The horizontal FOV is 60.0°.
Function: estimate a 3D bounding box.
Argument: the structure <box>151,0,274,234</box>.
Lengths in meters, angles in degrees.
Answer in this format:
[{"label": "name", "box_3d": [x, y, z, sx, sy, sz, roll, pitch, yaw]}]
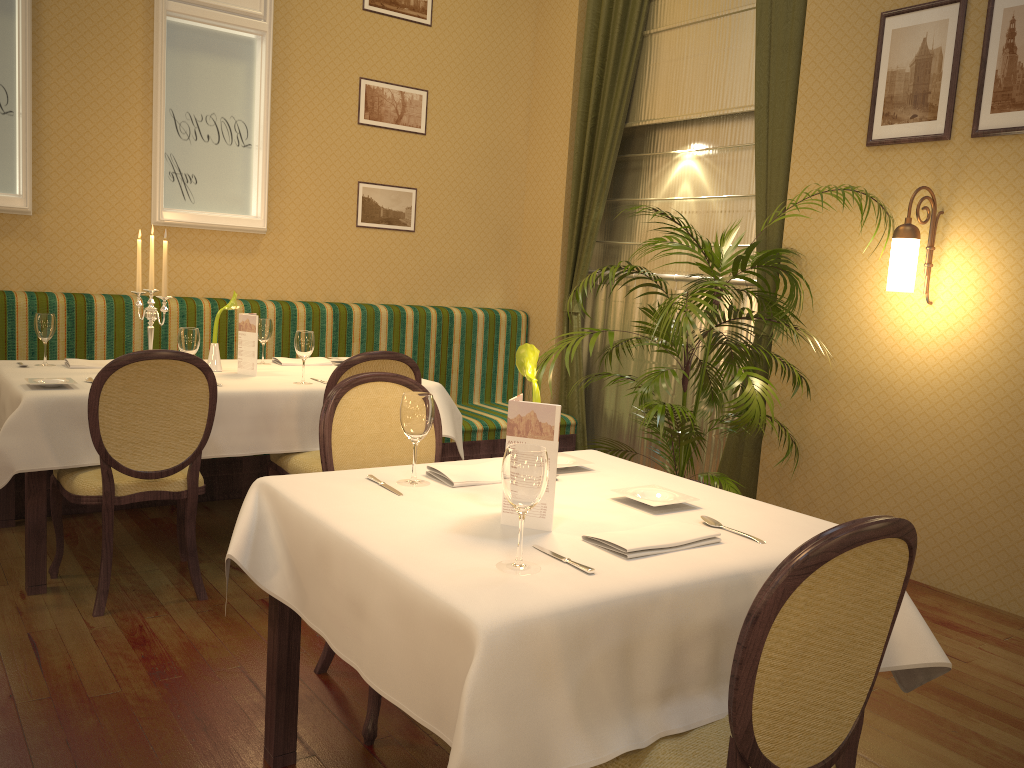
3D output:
[{"label": "structure", "box_3d": [-1.701, -2.395, 5.087, 0.670, 2.985, 0.200, -1, 9, -36]}]

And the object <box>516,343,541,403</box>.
[{"label": "object", "box_3d": [0.046, 0.093, 2.146, 0.076, 0.375, 0.163, 2, 7, -14]}]

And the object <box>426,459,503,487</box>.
[{"label": "object", "box_3d": [-0.075, 0.235, 2.351, 0.273, 0.033, 0.142, -1, 9, -36]}]

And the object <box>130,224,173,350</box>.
[{"label": "object", "box_3d": [-1.571, -0.370, 3.861, 0.131, 0.655, 0.390, 0, 8, -30]}]

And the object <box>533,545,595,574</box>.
[{"label": "object", "box_3d": [0.096, 0.335, 1.717, 0.017, 0.010, 0.185, -1, 9, -35]}]

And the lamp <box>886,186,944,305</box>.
[{"label": "lamp", "box_3d": [1.781, -0.615, 3.925, 0.114, 0.513, 0.323, 11, 10, 43]}]

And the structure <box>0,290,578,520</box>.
[{"label": "structure", "box_3d": [-5.680, 0.151, 2.154, 14.516, 1.031, 0.850, -1, 9, -36]}]

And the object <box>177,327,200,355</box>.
[{"label": "object", "box_3d": [-1.330, -0.115, 3.647, 0.088, 0.229, 0.088, 5, 7, 12]}]

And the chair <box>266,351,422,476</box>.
[{"label": "chair", "box_3d": [-0.712, 0.303, 3.813, 0.530, 0.955, 0.571, -1, 9, -35]}]

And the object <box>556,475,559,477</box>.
[{"label": "object", "box_3d": [0.069, 0.240, 2.437, 0.038, 0.015, 0.181, -1, 9, -34]}]

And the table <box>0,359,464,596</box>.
[{"label": "table", "box_3d": [-1.298, 0.325, 4.089, 2.152, 0.759, 1.385, -1, 9, -35]}]

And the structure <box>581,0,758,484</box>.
[{"label": "structure", "box_3d": [1.079, -1.585, 5.447, 0.123, 4.511, 1.942, -1, 9, -36]}]

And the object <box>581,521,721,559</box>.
[{"label": "object", "box_3d": [0.297, 0.324, 1.877, 0.273, 0.024, 0.142, -1, 9, -36]}]

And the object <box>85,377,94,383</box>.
[{"label": "object", "box_3d": [-1.643, -0.006, 3.480, 0.038, 0.015, 0.181, -1, 9, -34]}]

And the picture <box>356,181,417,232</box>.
[{"label": "picture", "box_3d": [-0.831, -1.176, 5.903, 0.437, 0.294, 0.008, -1, 9, -36]}]

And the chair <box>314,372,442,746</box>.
[{"label": "chair", "box_3d": [-0.299, 0.472, 2.701, 0.530, 0.955, 0.571, -1, 9, -35]}]

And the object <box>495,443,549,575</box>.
[{"label": "object", "box_3d": [0.020, 0.230, 1.642, 0.088, 0.229, 0.088, 5, 7, 12]}]

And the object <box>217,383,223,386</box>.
[{"label": "object", "box_3d": [-1.249, -0.008, 3.715, 0.017, 0.010, 0.185, -1, 9, -35]}]

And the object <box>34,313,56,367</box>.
[{"label": "object", "box_3d": [-2.052, -0.195, 3.898, 0.088, 0.229, 0.088, 5, 7, 12]}]

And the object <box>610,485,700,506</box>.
[{"label": "object", "box_3d": [0.351, 0.285, 2.195, 0.160, 0.024, 0.160, -1, 9, -36]}]

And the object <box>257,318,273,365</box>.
[{"label": "object", "box_3d": [-1.252, -0.214, 4.465, 0.088, 0.229, 0.088, 5, 7, 12]}]

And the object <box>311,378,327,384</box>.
[{"label": "object", "box_3d": [-0.869, -0.017, 3.986, 0.017, 0.010, 0.185, -1, 9, -35]}]

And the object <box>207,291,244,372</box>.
[{"label": "object", "box_3d": [-1.335, -0.247, 4.104, 0.076, 0.375, 0.163, 10, 10, 41]}]

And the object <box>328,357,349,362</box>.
[{"label": "object", "box_3d": [-0.883, -0.124, 4.769, 0.160, 0.024, 0.160, -1, 9, -36]}]

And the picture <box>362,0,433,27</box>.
[{"label": "picture", "box_3d": [-0.731, -2.519, 5.740, 0.504, 0.294, 0.008, -1, 9, -36]}]

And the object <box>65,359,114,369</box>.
[{"label": "object", "box_3d": [-1.852, -0.092, 3.994, 0.273, 0.033, 0.142, -1, 9, -36]}]

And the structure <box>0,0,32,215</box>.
[{"label": "structure", "box_3d": [-2.733, -2.369, 4.349, 0.661, 2.985, 0.200, -1, 9, -36]}]

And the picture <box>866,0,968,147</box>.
[{"label": "picture", "box_3d": [1.846, -1.422, 4.070, 0.022, 0.619, 0.412, -1, 9, -36]}]

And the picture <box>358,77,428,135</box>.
[{"label": "picture", "box_3d": [-0.777, -1.821, 5.829, 0.504, 0.294, 0.008, -1, 9, -36]}]

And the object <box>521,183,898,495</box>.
[{"label": "object", "box_3d": [0.957, -0.072, 4.304, 1.496, 1.807, 1.552, 9, 9, 34]}]

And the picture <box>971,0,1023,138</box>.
[{"label": "picture", "box_3d": [2.140, -1.351, 3.661, 0.022, 0.619, 0.412, -1, 9, -36]}]

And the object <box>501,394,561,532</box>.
[{"label": "object", "box_3d": [0.019, 0.170, 1.935, 0.081, 0.277, 0.166, 0, 8, -29]}]

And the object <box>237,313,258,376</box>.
[{"label": "object", "box_3d": [-1.210, -0.182, 4.057, 0.081, 0.277, 0.166, 1, 8, -19]}]

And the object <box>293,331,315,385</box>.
[{"label": "object", "box_3d": [-0.907, -0.115, 3.866, 0.088, 0.229, 0.088, 5, 7, 12]}]

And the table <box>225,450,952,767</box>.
[{"label": "table", "box_3d": [0.097, 0.666, 2.144, 1.395, 0.759, 1.389, -1, 9, -34]}]

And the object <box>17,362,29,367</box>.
[{"label": "object", "box_3d": [-2.134, -0.088, 3.865, 0.038, 0.015, 0.181, -1, 9, -34]}]

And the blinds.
[{"label": "blinds", "box_3d": [0.988, -1.595, 5.378, 0.225, 4.537, 1.934, -2, 9, -36]}]

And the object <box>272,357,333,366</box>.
[{"label": "object", "box_3d": [-1.085, -0.117, 4.588, 0.273, 0.033, 0.142, -1, 9, -36]}]

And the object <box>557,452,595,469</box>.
[{"label": "object", "box_3d": [0.126, 0.228, 2.532, 0.160, 0.024, 0.160, -1, 9, -36]}]

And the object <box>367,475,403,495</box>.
[{"label": "object", "box_3d": [-0.312, 0.249, 2.187, 0.017, 0.010, 0.185, -1, 9, -34]}]

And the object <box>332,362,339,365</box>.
[{"label": "object", "box_3d": [-0.941, -0.112, 4.673, 0.038, 0.015, 0.181, -1, 9, -34]}]

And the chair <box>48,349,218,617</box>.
[{"label": "chair", "box_3d": [-1.416, 0.315, 3.350, 0.530, 0.955, 0.571, -1, 9, -35]}]

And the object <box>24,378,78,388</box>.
[{"label": "object", "box_3d": [-1.742, 0.000, 3.350, 0.160, 0.024, 0.160, -1, 9, -36]}]

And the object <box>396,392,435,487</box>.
[{"label": "object", "box_3d": [-0.242, 0.138, 2.228, 0.088, 0.229, 0.088, 5, 7, 12]}]

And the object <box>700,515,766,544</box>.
[{"label": "object", "box_3d": [0.491, 0.326, 1.985, 0.038, 0.015, 0.181, -1, 9, -34]}]

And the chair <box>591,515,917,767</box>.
[{"label": "chair", "box_3d": [0.377, 0.648, 1.673, 0.530, 0.955, 0.571, -1, 9, -35]}]
